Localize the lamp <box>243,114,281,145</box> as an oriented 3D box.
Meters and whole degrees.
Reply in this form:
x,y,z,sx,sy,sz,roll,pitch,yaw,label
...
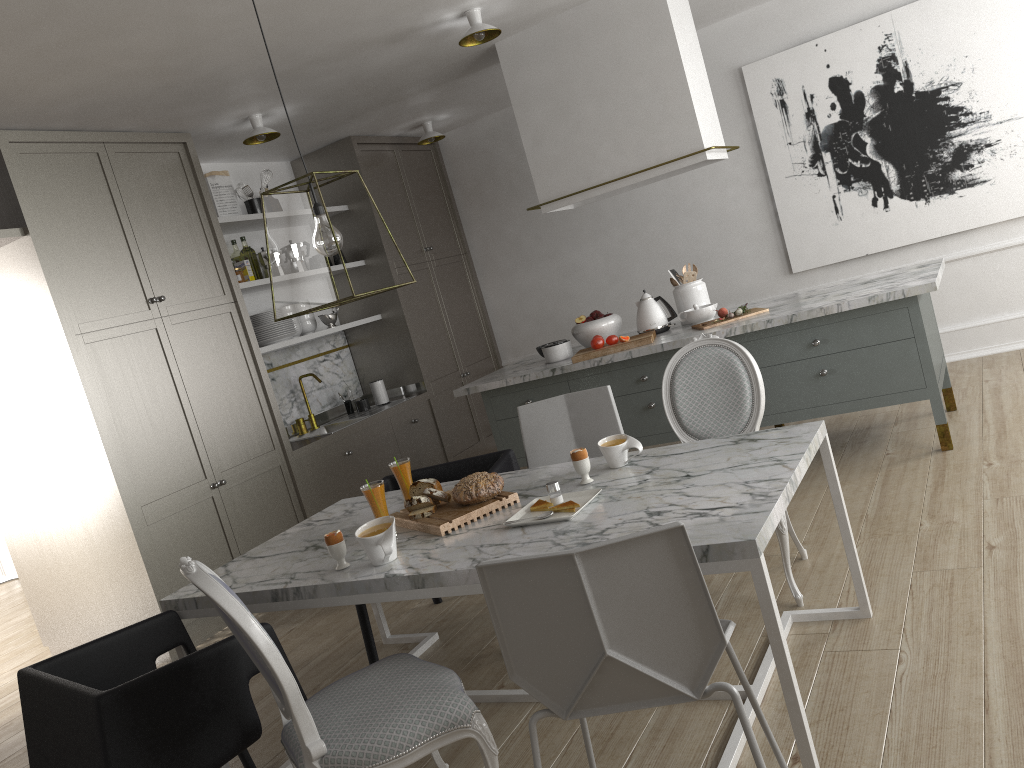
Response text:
x,y,z,sx,sy,sz,roll,pitch,yaw,label
-1.311,-1.323,4.589,0.197,0.130,0.197,-19,7,-25,lamp

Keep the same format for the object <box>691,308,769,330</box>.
x,y,z,sx,sy,sz,roll,pitch,yaw,label
1.046,-0.314,4.268,0.330,0.012,0.220,-16,6,0,object

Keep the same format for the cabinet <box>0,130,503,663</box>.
x,y,z,sx,sy,sz,roll,pitch,yaw,label
-1.867,0.015,4.627,0.947,2.377,5.433,-13,7,30,cabinet

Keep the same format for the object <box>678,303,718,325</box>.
x,y,z,sx,sy,sz,roll,pitch,yaw,label
0.943,-0.359,4.467,0.172,0.110,0.159,-18,7,-15,object

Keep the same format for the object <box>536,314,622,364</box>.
x,y,z,sx,sy,sz,roll,pitch,yaw,label
0.359,-0.248,4.765,0.491,0.156,0.364,-15,6,7,object

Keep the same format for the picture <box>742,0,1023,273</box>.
x,y,z,sx,sy,sz,roll,pitch,yaw,label
2.261,-1.478,5.176,1.545,1.315,0.039,-13,7,30,picture

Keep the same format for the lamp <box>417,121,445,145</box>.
x,y,z,sx,sy,sz,roll,pitch,yaw,label
-0.561,-1.704,6.006,0.197,0.130,0.197,-12,8,35,lamp

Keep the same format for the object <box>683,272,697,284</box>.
x,y,z,sx,sy,sz,roll,pitch,yaw,label
0.911,-0.449,4.595,0.149,0.262,0.054,-10,9,45,object

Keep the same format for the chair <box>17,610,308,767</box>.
x,y,z,sx,sy,sz,roll,pitch,yaw,label
-0.867,0.932,2.243,0.569,0.597,0.609,-10,9,45,chair

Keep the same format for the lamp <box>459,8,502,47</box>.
x,y,z,sx,sy,sz,roll,pitch,yaw,label
-0.156,-1.580,3.909,0.197,0.130,0.197,-19,7,-25,lamp

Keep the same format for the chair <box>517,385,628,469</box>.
x,y,z,sx,sy,sz,roll,pitch,yaw,label
0.232,0.433,3.120,0.470,0.745,0.439,-14,7,20,chair

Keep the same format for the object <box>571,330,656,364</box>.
x,y,z,sx,sy,sz,roll,pitch,yaw,label
0.511,-0.186,4.415,0.400,0.030,0.290,-14,7,15,object

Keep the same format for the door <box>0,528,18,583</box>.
x,y,z,sx,sy,sz,roll,pitch,yaw,label
-4.750,0.727,6.876,1.137,2.082,0.068,-19,7,-22,door

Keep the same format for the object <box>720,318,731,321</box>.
x,y,z,sx,sy,sz,roll,pitch,yaw,label
1.014,-0.309,4.206,0.043,0.008,0.059,-18,7,-18,object

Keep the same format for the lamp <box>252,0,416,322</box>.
x,y,z,sx,sy,sz,roll,pitch,yaw,label
-0.641,-0.770,2.555,0.584,1.108,0.584,-10,9,45,lamp

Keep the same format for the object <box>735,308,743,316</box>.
x,y,z,sx,sy,sz,roll,pitch,yaw,label
1.076,-0.341,4.208,0.035,0.036,0.037,-14,7,18,object

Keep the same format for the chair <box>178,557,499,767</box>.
x,y,z,sx,sy,sz,roll,pitch,yaw,label
-0.360,0.685,1.976,0.505,0.833,0.480,-19,7,-27,chair

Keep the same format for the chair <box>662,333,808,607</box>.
x,y,z,sx,sy,sz,roll,pitch,yaw,label
0.665,0.275,2.949,0.480,0.833,0.505,-13,7,27,chair

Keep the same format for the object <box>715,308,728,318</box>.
x,y,z,sx,sy,sz,roll,pitch,yaw,label
1.021,-0.345,4.313,0.050,0.051,0.090,-17,6,-7,object

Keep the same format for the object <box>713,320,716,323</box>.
x,y,z,sx,sy,sz,roll,pitch,yaw,label
0.968,-0.299,4.232,0.028,0.010,0.015,-16,6,4,object

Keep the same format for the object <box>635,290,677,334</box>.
x,y,z,sx,sy,sz,roll,pitch,yaw,label
0.723,-0.377,4.602,0.178,0.236,0.204,-19,7,-23,object

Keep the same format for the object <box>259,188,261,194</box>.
x,y,z,sx,sy,sz,roll,pitch,yaw,label
-1.534,-1.110,5.465,0.023,0.202,0.079,-15,6,10,object

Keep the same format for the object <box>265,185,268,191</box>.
x,y,z,sx,sy,sz,roll,pitch,yaw,label
-1.506,-1.115,5.432,0.083,0.201,0.023,-17,6,-5,object

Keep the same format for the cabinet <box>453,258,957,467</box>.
x,y,z,sx,sy,sz,roll,pitch,yaw,label
0.982,0.058,4.524,2.360,0.721,0.870,-13,7,30,cabinet

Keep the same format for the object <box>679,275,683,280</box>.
x,y,z,sx,sy,sz,roll,pitch,yaw,label
0.946,-0.463,4.683,0.114,0.247,0.050,-12,8,35,object

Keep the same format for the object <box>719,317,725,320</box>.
x,y,z,sx,sy,sz,roll,pitch,yaw,label
1.001,-0.311,4.220,0.030,0.017,0.013,-11,8,38,object

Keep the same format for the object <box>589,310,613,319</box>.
x,y,z,sx,sy,sz,roll,pitch,yaw,label
0.483,-0.355,4.727,0.071,0.091,0.167,-21,8,-34,object

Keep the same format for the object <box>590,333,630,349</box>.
x,y,z,sx,sy,sz,roll,pitch,yaw,label
0.487,-0.231,4.399,0.194,0.079,0.135,-14,7,19,object

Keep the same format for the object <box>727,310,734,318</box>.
x,y,z,sx,sy,sz,roll,pitch,yaw,label
1.037,-0.332,4.213,0.033,0.037,0.034,-15,6,8,object

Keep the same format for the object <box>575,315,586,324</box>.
x,y,z,sx,sy,sz,roll,pitch,yaw,label
0.363,-0.337,4.692,0.061,0.048,0.054,-17,6,-6,object

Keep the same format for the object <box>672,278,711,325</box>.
x,y,z,sx,sy,sz,roll,pitch,yaw,label
0.944,-0.431,4.638,0.174,0.208,0.174,-22,9,-42,object

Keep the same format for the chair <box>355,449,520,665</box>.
x,y,z,sx,sy,sz,roll,pitch,yaw,label
-0.230,0.626,3.292,0.569,0.597,0.609,-14,7,20,chair

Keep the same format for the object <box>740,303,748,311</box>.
x,y,z,sx,sy,sz,roll,pitch,yaw,label
1.119,-0.366,4.306,0.057,0.039,0.049,-13,7,27,object

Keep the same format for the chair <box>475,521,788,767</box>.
x,y,z,sx,sy,sz,roll,pitch,yaw,label
0.251,0.592,1.690,0.470,0.745,0.439,-14,7,15,chair

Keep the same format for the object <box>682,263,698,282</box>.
x,y,z,sx,sy,sz,roll,pitch,yaw,label
0.948,-0.486,4.680,0.131,0.296,0.056,-22,8,-40,object

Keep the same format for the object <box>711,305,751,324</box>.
x,y,z,sx,sy,sz,roll,pitch,yaw,label
1.026,-0.326,4.232,0.224,0.058,0.116,-19,7,-24,object

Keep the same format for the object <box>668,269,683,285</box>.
x,y,z,sx,sy,sz,roll,pitch,yaw,label
0.926,-0.474,4.642,0.141,0.290,0.064,-10,9,43,object

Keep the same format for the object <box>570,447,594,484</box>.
x,y,z,sx,sy,sz,roll,pitch,yaw,label
0.199,0.231,2.517,0.050,0.101,0.050,-11,8,37,object

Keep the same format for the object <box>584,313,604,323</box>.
x,y,z,sx,sy,sz,roll,pitch,yaw,label
0.438,-0.326,4.703,0.154,0.074,0.135,-13,7,25,object

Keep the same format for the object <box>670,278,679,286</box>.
x,y,z,sx,sy,sz,roll,pitch,yaw,label
0.910,-0.447,4.620,0.117,0.251,0.061,-15,6,10,object
